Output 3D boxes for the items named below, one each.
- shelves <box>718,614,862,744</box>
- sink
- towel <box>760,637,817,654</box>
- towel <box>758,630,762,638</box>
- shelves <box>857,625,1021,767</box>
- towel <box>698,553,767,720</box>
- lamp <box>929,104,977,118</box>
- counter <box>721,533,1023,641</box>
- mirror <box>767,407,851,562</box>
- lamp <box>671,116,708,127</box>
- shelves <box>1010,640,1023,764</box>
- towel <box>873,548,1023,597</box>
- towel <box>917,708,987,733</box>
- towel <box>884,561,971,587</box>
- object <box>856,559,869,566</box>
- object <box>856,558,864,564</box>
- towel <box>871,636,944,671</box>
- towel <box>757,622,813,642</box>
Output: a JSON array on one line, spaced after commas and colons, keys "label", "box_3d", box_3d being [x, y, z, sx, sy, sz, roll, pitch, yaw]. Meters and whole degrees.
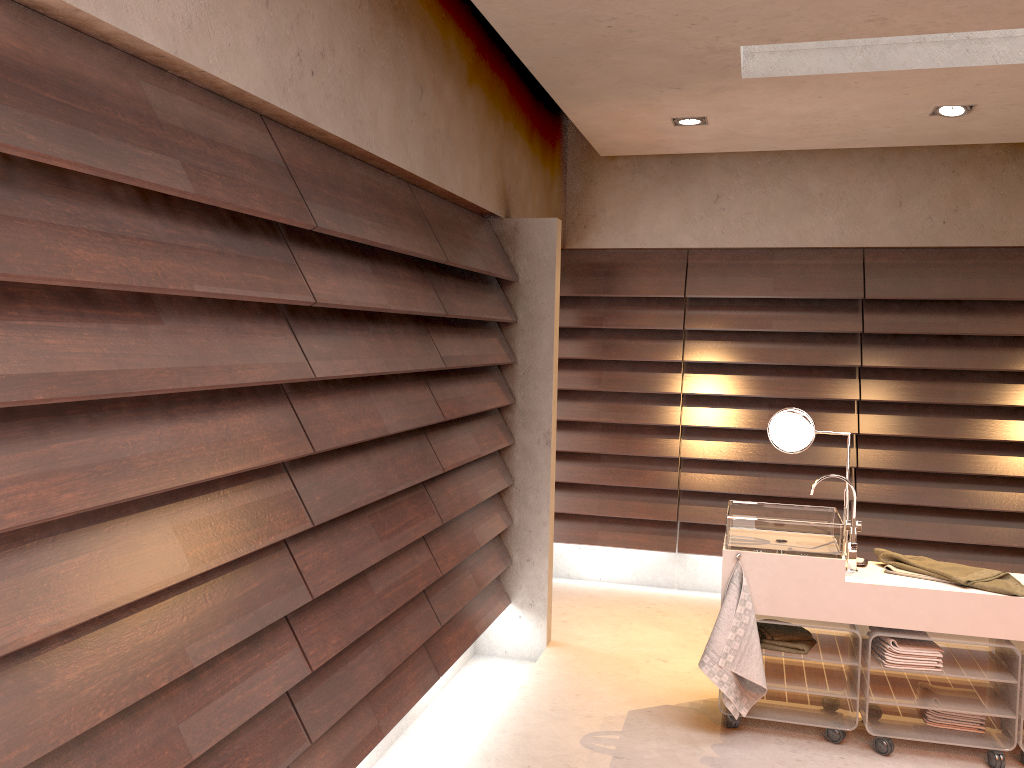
[{"label": "shelves", "box_3d": [1.052, 1.078, 3.400, 0.487, 0.436, 0.368, 2, 3, 15]}, {"label": "sink", "box_3d": [1.065, 0.511, 3.360, 0.486, 0.357, 0.340, 2, 3, 15]}, {"label": "towel", "box_3d": [1.036, 0.966, 3.347, 0.206, 0.034, 0.198, 3, 3, 24]}, {"label": "towel", "box_3d": [0.960, 0.954, 3.476, 0.180, 0.040, 0.196, 3, 3, 29]}, {"label": "shelves", "box_3d": [1.530, 1.097, 3.238, 0.487, 0.436, 0.368, 2, 3, 13]}, {"label": "towel", "box_3d": [0.801, 0.920, 3.220, 0.252, 0.598, 0.121, 1, 3, -1]}, {"label": "lamp", "box_3d": [1.956, -1.231, 3.939, 0.165, 0.068, 0.170, 2, 3, 15]}, {"label": "counter", "box_3d": [2.227, 0.997, 3.062, 2.931, 0.686, 0.350, 2, 3, 15]}, {"label": "mirror", "box_3d": [1.167, 0.389, 3.509, 0.316, 0.589, 0.074, 2, 3, 18]}, {"label": "lamp", "box_3d": [0.851, -1.278, 4.242, 0.165, 0.051, 0.170, 2, 3, 15]}, {"label": "shelves", "box_3d": [2.020, 1.114, 3.135, 0.487, 0.436, 0.368, 2, 3, 15]}, {"label": "towel", "box_3d": [1.628, 0.679, 3.248, 0.258, 0.057, 0.571, -1, 4, -33]}, {"label": "towel", "box_3d": [1.624, 1.191, 3.284, 0.221, 0.098, 0.220, 2, 3, 14]}, {"label": "towel", "box_3d": [1.592, 0.693, 3.255, 0.394, 0.027, 0.202, 3, 4, 35]}, {"label": "object", "box_3d": [1.335, 0.687, 3.413, 0.065, 0.011, 0.108, 3, 3, 29]}, {"label": "object", "box_3d": [1.335, 0.680, 3.413, 0.035, 0.016, 0.066, 3, 3, 27]}, {"label": "towel", "box_3d": [1.421, 0.949, 3.210, 0.221, 0.098, 0.220, 1, 3, 4]}, {"label": "towel", "box_3d": [1.029, 0.949, 3.396, 0.192, 0.062, 0.192, 1, 3, -6]}]
